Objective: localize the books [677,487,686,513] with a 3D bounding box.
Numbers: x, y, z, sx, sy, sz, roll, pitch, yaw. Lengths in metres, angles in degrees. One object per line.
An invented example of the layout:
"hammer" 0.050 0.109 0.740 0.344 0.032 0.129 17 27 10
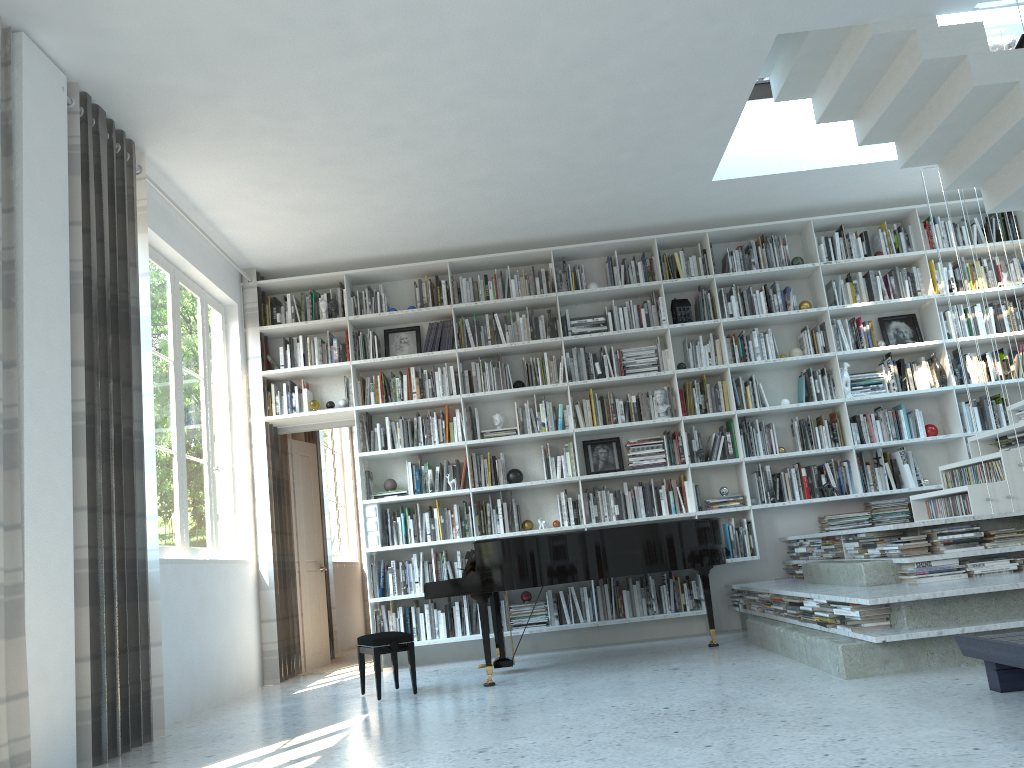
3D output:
"books" 1.306 0.910 6.906 0.042 0.212 0.169 -6 -11 1

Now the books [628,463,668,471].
"books" 1.065 0.654 6.973 0.285 0.012 0.160 -5 -12 -4

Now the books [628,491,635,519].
"books" 0.925 0.954 6.933 0.025 0.220 0.140 -6 -11 1

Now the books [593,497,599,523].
"books" 0.648 0.990 6.926 0.024 0.208 0.170 -6 -11 1

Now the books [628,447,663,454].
"books" 1.051 0.526 7.003 0.254 0.012 0.161 -6 -12 -2

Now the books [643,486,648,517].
"books" 1.036 0.926 6.933 0.011 0.251 0.158 -6 -11 1

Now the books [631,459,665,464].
"books" 1.062 0.619 6.981 0.254 0.012 0.161 -5 -12 -4

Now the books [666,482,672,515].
"books" 1.217 0.904 6.934 0.014 0.255 0.145 -6 -11 1

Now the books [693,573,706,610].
"books" 1.436 1.569 6.717 0.038 0.268 0.277 -6 -11 1

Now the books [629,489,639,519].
"books" 0.951 0.942 6.927 0.031 0.236 0.159 -6 -11 1

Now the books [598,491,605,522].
"books" 0.697 0.967 6.940 0.024 0.247 0.132 -6 -11 1

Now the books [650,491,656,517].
"books" 1.092 0.943 6.925 0.021 0.202 0.128 -6 -11 1

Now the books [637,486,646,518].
"books" 1.003 0.929 6.916 0.026 0.245 0.191 -6 -11 1

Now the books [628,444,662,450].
"books" 1.049 0.503 7.008 0.254 0.012 0.161 -6 -12 -2

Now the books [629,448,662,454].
"books" 1.053 0.538 7.001 0.254 0.012 0.161 -7 -12 4

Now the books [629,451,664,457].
"books" 1.056 0.561 6.992 0.254 0.012 0.161 -5 -12 -4

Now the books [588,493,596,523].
"books" 0.621 0.978 6.917 0.027 0.233 0.168 -6 -11 1

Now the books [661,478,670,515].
"books" 1.201 0.886 6.930 0.014 0.293 0.137 -6 -11 1

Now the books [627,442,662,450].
"books" 1.047 0.490 7.008 0.254 0.012 0.161 -6 -12 -3

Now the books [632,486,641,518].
"books" 0.978 0.933 6.943 0.025 0.254 0.136 -6 -11 1

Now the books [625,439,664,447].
"books" 1.045 0.466 7.010 0.285 0.012 0.160 -5 -12 -4

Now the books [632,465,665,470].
"books" 1.067 0.667 6.978 0.254 0.012 0.161 -7 -12 3

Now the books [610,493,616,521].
"books" 0.782 0.968 6.912 0.023 0.217 0.175 -6 -11 1

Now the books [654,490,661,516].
"books" 1.126 0.935 6.912 0.024 0.206 0.183 -6 -11 1

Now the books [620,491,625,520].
"books" 0.857 0.955 6.925 0.013 0.229 0.139 -6 -11 1

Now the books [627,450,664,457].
"books" 1.054 0.549 6.994 0.285 0.012 0.160 -7 -12 5

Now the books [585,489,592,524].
"books" 0.600 0.962 6.931 0.011 0.275 0.146 -6 -11 1

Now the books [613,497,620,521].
"books" 0.809 0.980 6.904 0.029 0.183 0.175 -6 -11 1

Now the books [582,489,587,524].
"books" 0.559 0.964 6.942 0.012 0.284 0.160 -6 -11 1

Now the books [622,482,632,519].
"books" 0.896 0.921 6.931 0.026 0.291 0.152 -6 -11 1

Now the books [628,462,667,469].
"books" 1.064 0.644 6.985 0.285 0.012 0.160 -6 -12 0

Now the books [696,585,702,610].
"books" 1.413 1.628 6.777 0.023 0.181 0.149 -6 -11 1

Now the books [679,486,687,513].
"books" 1.332 0.906 6.907 0.011 0.216 0.166 -6 -11 1

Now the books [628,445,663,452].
"books" 1.050 0.514 7.004 0.254 0.012 0.161 -6 -12 -3

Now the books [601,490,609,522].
"books" 0.722 0.962 6.923 0.027 0.245 0.179 -6 -11 1

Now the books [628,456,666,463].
"books" 1.059 0.598 6.994 0.285 0.012 0.160 -7 -12 2

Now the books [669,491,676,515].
"books" 1.238 0.932 6.903 0.023 0.182 0.169 -6 -11 1

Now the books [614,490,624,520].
"books" 0.835 0.952 6.916 0.029 0.237 0.166 -6 -11 1

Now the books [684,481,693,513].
"books" 1.363 0.886 6.904 0.033 0.245 0.176 -6 -11 1

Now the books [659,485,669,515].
"books" 1.185 0.914 6.913 0.023 0.234 0.175 -6 -11 1

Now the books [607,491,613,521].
"books" 0.759 0.961 6.937 0.021 0.244 0.142 -6 -11 1

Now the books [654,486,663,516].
"books" 1.144 0.921 6.926 0.014 0.234 0.154 -6 -11 1

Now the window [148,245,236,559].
"window" -2.182 0.158 5.839 0.073 2.004 1.987 -6 -11 1

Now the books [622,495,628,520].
"books" 0.876 0.967 6.910 0.023 0.196 0.165 -6 -11 1

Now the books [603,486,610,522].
"books" 0.739 0.941 6.922 0.013 0.281 0.166 -6 -11 1

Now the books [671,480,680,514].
"books" 1.269 0.888 6.923 0.026 0.271 0.175 -6 -11 1

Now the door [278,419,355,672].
"door" -1.516 1.373 7.490 0.834 1.976 0.788 -6 -11 1

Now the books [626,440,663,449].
"books" 1.046 0.479 7.015 0.285 0.012 0.160 -7 -12 3

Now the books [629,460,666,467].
"books" 1.063 0.630 6.978 0.285 0.012 0.160 -7 -12 5

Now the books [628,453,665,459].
"books" 1.057 0.572 6.989 0.285 0.012 0.160 -7 -12 5

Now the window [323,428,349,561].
"window" -2.056 0.955 9.735 0.073 2.004 1.987 -6 -11 1

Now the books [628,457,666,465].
"books" 1.061 0.610 6.994 0.285 0.012 0.160 -6 -12 1

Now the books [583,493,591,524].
"books" 0.582 0.981 6.936 0.029 0.243 0.154 -6 -11 1

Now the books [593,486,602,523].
"books" 0.669 0.951 6.950 0.027 0.290 0.141 -6 -11 1

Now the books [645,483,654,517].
"books" 1.064 0.913 6.917 0.028 0.264 0.162 -6 -11 1

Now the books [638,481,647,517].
"books" 1.022 0.912 6.943 0.014 0.285 0.135 -6 -11 1

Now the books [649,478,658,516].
"books" 1.103 0.894 6.924 0.012 0.296 0.178 -6 -11 1

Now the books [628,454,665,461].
"books" 1.058 0.585 6.994 0.285 0.012 0.160 -7 -12 3

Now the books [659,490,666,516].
"books" 1.163 0.931 6.911 0.023 0.204 0.167 -6 -11 1

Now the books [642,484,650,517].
"books" 1.045 0.918 6.923 0.010 0.261 0.181 -6 -11 1
